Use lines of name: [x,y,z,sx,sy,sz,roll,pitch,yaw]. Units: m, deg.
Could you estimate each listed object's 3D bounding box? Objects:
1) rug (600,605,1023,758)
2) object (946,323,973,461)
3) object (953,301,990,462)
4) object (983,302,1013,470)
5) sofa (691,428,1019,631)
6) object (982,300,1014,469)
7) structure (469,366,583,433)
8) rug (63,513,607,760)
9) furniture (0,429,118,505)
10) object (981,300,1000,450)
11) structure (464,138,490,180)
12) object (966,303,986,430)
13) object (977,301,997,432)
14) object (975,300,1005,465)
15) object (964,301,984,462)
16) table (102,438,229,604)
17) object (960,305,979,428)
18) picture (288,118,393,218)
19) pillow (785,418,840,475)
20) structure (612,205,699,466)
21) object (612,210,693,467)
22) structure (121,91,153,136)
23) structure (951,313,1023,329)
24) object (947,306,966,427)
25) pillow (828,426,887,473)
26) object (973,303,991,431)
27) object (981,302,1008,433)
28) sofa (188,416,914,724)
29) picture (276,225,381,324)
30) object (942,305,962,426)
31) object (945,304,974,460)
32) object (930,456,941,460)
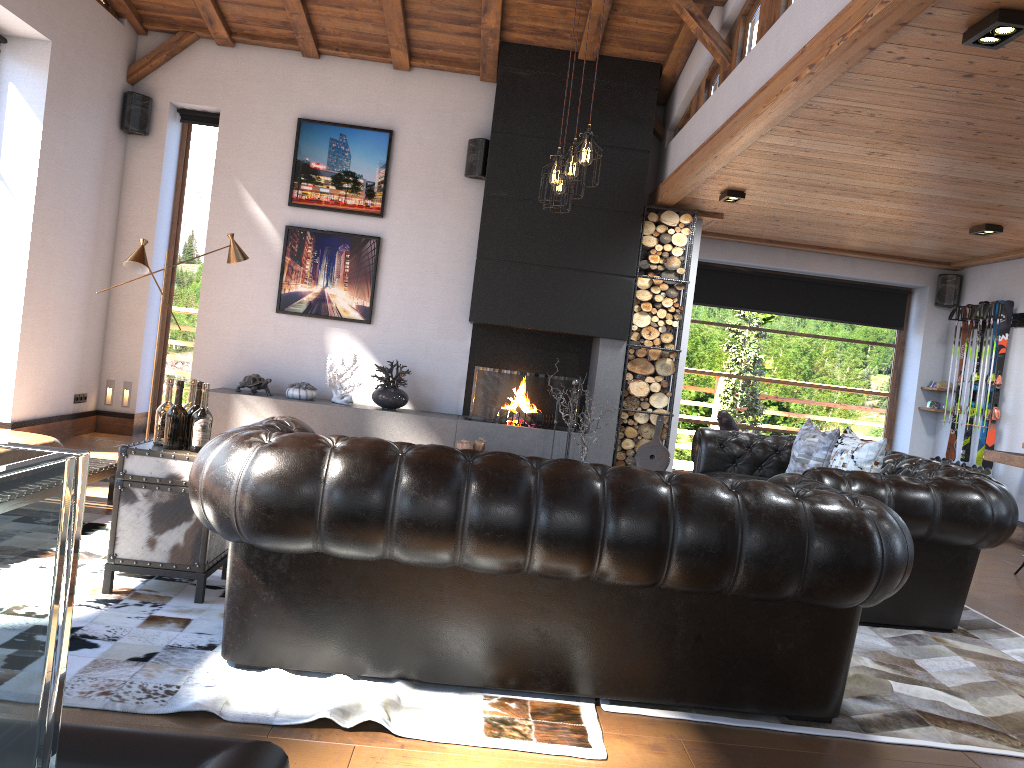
rug: [1.482,1.149,5.024,2.434,0.053,4.042,7,2,-2]
object: [4.602,-0.006,9.147,0.115,1.606,0.095,7,1,-3]
object: [4.557,-0.032,8.842,0.255,1.621,0.103,7,1,-7]
object: [4.621,0.019,8.479,0.115,1.606,0.095,7,1,-3]
sofa: [1.977,0.794,5.577,1.241,0.838,2.564,7,2,-3]
object: [4.614,0.007,8.381,0.115,1.606,0.095,7,1,-3]
structure: [0.127,0.154,7.959,0.983,0.514,0.183,7,1,-3]
rug: [-1.592,0.825,3.751,3.811,0.053,2.431,7,2,-2]
furniture: [-2.862,0.477,3.876,1.177,0.436,2.758,7,2,-2]
object: [4.673,-0.013,8.690,0.111,1.621,0.073,7,1,-3]
structure: [-0.318,-2.081,8.192,0.214,0.349,0.213,7,1,-3]
object: [4.495,-0.173,8.660,0.120,1.249,0.059,8,1,45]
object: [4.487,-0.167,8.448,0.059,1.249,0.120,6,1,-35]
object: [4.665,-0.011,8.615,0.111,1.621,0.073,7,1,-3]
object: [4.637,-0.025,8.911,0.111,1.621,0.073,7,1,-3]
table: [-1.425,0.566,3.770,0.406,0.609,0.417,7,1,-3]
object: [4.553,-0.174,8.883,0.059,1.249,0.120,6,1,-20]
picture: [-1.585,-1.998,8.206,0.880,0.816,0.036,7,1,-3]
pillow: [2.049,0.473,6.056,0.283,0.469,0.528,7,1,1]
structure: [1.252,-0.272,8.140,0.502,2.616,0.511,7,1,-3]
object: [1.244,-0.267,8.149,0.494,2.611,0.466,7,1,-3]
structure: [-3.397,-2.442,8.021,0.214,0.349,0.213,7,1,-3]
structure: [4.674,-0.633,8.752,0.319,0.135,1.050,7,2,-2]
object: [4.546,-0.182,9.117,0.059,1.249,0.120,6,1,-20]
pillow: [2.068,0.499,5.378,0.283,0.469,0.528,7,1,1]
object: [4.560,-0.165,8.650,0.059,1.249,0.120,6,1,-20]
object: [4.579,-0.154,8.397,0.059,1.249,0.120,6,1,-40]
sofa: [0.123,0.649,3.337,2.569,0.838,1.238,7,2,-4]
picture: [-1.702,-1.011,8.223,0.880,0.816,0.036,7,1,-3]
object: [4.475,-0.189,9.077,0.122,1.249,0.058,6,1,-21]
object: [4.595,-0.018,9.049,0.115,1.606,0.095,7,1,-3]
object: [4.369,0.878,9.205,0.253,0.270,0.116,6,1,-13]
